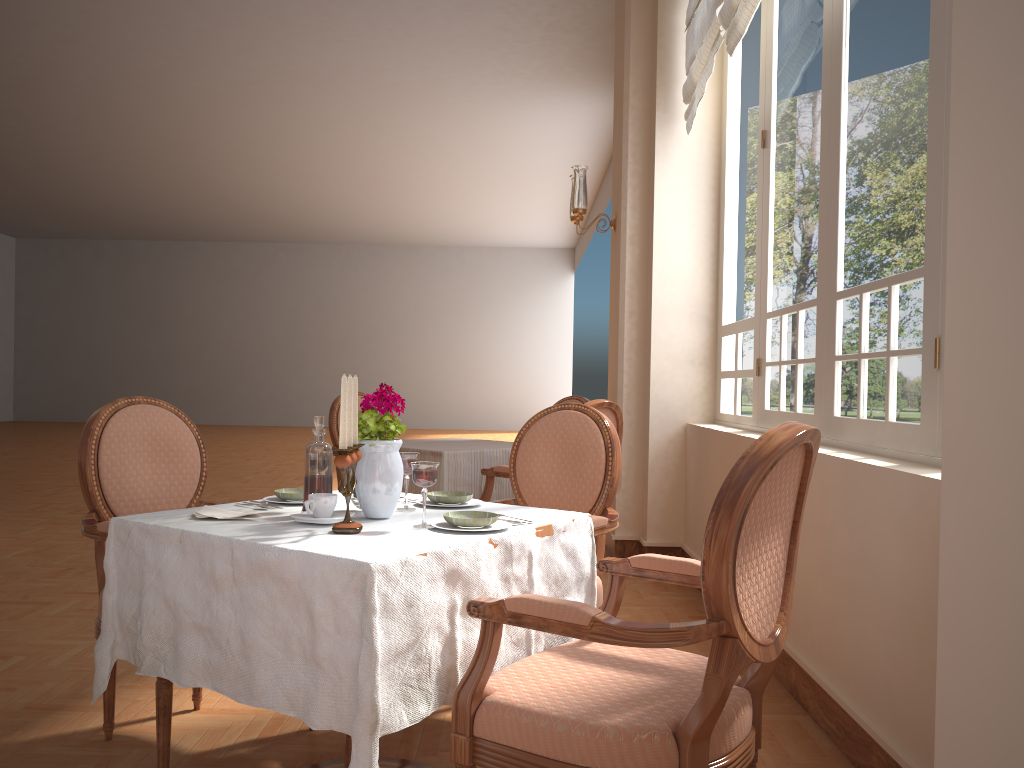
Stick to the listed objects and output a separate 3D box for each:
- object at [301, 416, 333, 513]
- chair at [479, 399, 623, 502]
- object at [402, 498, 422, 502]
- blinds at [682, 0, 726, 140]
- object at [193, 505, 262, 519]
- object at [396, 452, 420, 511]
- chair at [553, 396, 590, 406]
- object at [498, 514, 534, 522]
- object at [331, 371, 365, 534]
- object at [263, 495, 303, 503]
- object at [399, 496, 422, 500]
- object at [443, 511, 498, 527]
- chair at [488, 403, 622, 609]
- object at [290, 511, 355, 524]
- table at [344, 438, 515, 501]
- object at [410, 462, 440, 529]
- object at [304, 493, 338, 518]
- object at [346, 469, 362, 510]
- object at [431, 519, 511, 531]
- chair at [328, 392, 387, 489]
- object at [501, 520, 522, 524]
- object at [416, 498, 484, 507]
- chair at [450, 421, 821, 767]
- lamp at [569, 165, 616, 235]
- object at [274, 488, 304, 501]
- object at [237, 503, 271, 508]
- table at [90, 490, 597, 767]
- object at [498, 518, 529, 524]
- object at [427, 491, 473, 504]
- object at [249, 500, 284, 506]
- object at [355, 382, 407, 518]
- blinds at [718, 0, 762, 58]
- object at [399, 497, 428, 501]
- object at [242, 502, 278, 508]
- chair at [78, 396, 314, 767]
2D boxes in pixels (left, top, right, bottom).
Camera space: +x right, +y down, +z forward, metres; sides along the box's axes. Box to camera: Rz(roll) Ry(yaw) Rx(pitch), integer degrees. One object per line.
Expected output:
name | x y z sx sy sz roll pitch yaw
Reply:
object | -0.439 0.185 2.013 0.074 0.222 0.074 1 1 -20
chair | 0.202 0.528 4.068 0.521 0.931 0.593 1 1 -45
object | -0.236 0.298 2.292 0.013 0.004 0.127 1 0 38
blinds | 0.928 -1.950 4.246 0.072 1.376 0.843 1 0 1
object | -0.659 0.285 1.959 0.234 0.012 0.095 1 0 39
object | -0.251 0.232 2.117 0.062 0.135 0.062 1 1 32
chair | 0.183 0.530 5.057 0.593 0.931 0.521 1 1 -45
object | -0.001 0.301 1.996 0.125 0.006 0.027 1 0 36
object | -0.331 0.138 1.799 0.059 0.326 0.177 1 0 -1
object | -0.541 0.291 2.239 0.171 0.005 0.171 1 0 38
object | -0.273 0.297 2.321 0.027 0.006 0.125 1 0 36
object | -0.087 0.289 1.880 0.117 0.024 0.117 1 0 41
chair | 0.040 0.522 2.622 0.521 0.931 0.593 1 0 34
object | -0.409 0.288 1.919 0.119 0.016 0.119 1 0 20
table | -0.308 0.645 4.561 0.831 0.677 0.829 1 0 -45
object | -0.184 0.233 1.864 0.062 0.135 0.062 1 1 32
object | -0.416 0.264 1.915 0.078 0.049 0.062 1 0 -27
object | -0.347 0.229 2.103 0.093 0.138 0.093 1 0 29
object | -0.087 0.300 1.881 0.171 0.005 0.171 1 0 -39
chair | -0.763 0.511 5.056 0.521 0.931 0.593 1 1 -45
object | -0.030 0.301 1.960 0.127 0.004 0.013 1 0 38
object | -0.157 0.299 2.235 0.171 0.005 0.171 1 0 31
chair | 0.253 0.524 1.656 0.593 0.931 0.521 1 0 34
lamp | 0.476 -1.073 5.229 0.274 0.362 0.320 1 0 0
object | -0.540 0.281 2.239 0.117 0.024 0.117 1 0 10
object | -0.620 0.290 2.119 0.125 0.006 0.027 1 0 33
table | -0.350 0.638 2.040 0.829 0.680 0.836 1 0 34
object | -0.015 0.303 1.975 0.125 0.002 0.016 1 0 37
object | -0.156 0.288 2.235 0.117 0.024 0.117 1 0 -21
object | -0.593 0.291 2.157 0.127 0.004 0.013 1 0 35
object | -0.302 0.146 1.985 0.124 0.302 0.143 1 0 -1
blinds | 0.924 -2.022 3.418 0.085 1.236 0.787 1 0 0
object | -0.251 0.299 2.307 0.016 0.002 0.125 1 0 37
object | -0.607 0.292 2.141 0.125 0.002 0.016 1 0 34
chair | -0.887 0.504 2.435 0.593 0.931 0.521 1 0 34
